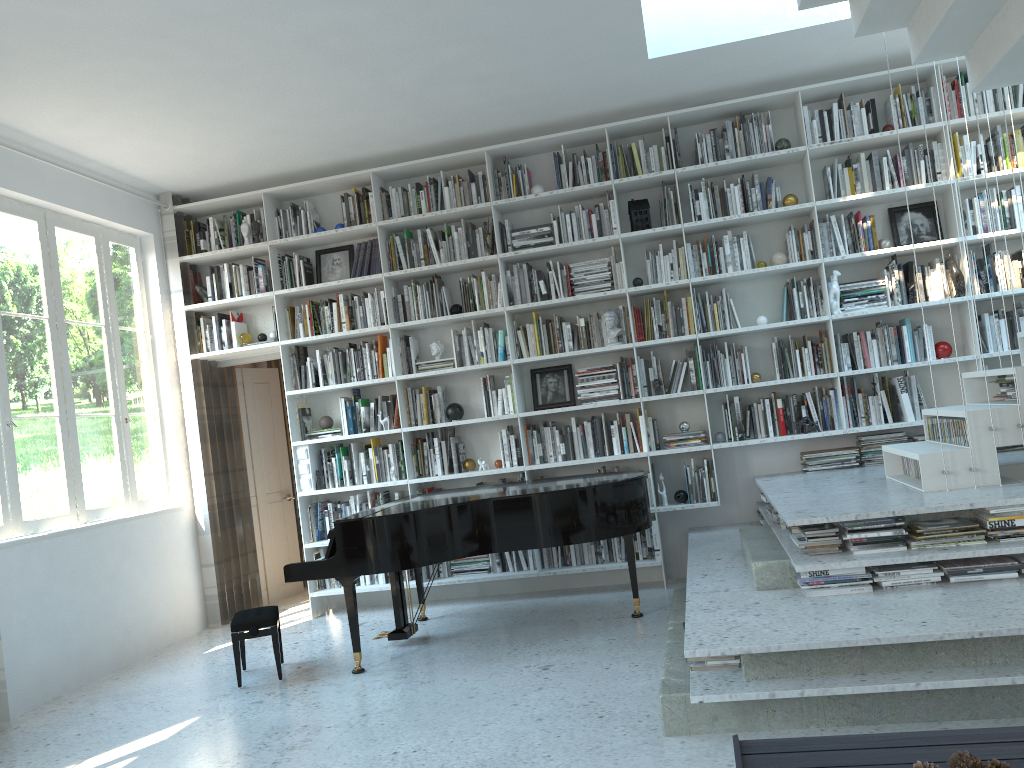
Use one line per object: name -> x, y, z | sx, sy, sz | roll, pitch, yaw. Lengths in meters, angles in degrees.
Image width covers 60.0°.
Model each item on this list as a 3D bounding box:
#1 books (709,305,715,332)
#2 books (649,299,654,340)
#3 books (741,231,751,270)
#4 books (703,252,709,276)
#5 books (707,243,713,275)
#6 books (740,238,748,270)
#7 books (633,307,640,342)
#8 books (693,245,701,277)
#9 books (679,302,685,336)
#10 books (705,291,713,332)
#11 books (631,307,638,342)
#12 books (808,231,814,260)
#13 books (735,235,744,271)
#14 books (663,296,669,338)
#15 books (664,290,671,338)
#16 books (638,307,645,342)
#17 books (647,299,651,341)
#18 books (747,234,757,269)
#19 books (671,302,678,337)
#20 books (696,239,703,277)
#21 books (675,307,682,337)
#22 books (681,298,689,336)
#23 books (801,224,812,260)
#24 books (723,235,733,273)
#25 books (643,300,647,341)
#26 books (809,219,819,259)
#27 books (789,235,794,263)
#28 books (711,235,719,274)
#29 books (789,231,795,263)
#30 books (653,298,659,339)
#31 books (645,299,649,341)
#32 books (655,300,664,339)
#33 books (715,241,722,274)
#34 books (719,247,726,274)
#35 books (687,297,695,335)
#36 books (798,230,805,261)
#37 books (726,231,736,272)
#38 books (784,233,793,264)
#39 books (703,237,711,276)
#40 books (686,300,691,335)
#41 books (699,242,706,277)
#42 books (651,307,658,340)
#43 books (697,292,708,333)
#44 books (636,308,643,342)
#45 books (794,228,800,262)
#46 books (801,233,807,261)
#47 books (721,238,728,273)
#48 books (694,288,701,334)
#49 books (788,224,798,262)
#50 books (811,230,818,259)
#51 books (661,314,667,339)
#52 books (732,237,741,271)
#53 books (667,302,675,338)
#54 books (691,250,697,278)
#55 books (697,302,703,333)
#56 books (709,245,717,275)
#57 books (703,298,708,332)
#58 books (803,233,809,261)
books -> 1.354, -0.434, 6.008 | 0.014, 0.192, 0.147 | -8, -2, 11
books -> 0.959, -0.431, 6.094 | 0.035, 0.293, 0.145 | -8, -2, 11
books -> 1.573, -0.876, 5.952 | 0.024, 0.272, 0.169 | -8, -2, 11
books -> 1.316, -0.793, 6.023 | 0.021, 0.179, 0.136 | -8, -2, 11
books -> 1.341, -0.826, 6.015 | 0.013, 0.236, 0.157 | -8, -2, 11
books -> 1.556, -0.853, 5.967 | 0.021, 0.232, 0.183 | -8, -2, 11
books -> 0.865, -0.400, 6.119 | 0.015, 0.255, 0.150 | -8, -2, 11
books -> 1.261, -0.817, 6.043 | 0.030, 0.242, 0.138 | -8, -2, 11
books -> 1.162, -0.431, 6.052 | 0.028, 0.239, 0.145 | -8, -2, 11
books -> 1.330, -0.476, 5.989 | 0.013, 0.279, 0.191 | -8, -2, 11
books -> 0.850, -0.397, 6.120 | 0.014, 0.254, 0.161 | -8, -2, 11
books -> 1.970, -0.895, 5.873 | 0.013, 0.204, 0.173 | -8, -2, 11
books -> 1.535, -0.864, 5.985 | 0.024, 0.262, 0.133 | -8, -2, 11
books -> 1.052, -0.445, 6.049 | 0.019, 0.293, 0.182 | -8, -2, 11
books -> 1.065, -0.468, 6.065 | 0.021, 0.337, 0.169 | -8, -2, 11
books -> 0.899, -0.399, 6.122 | 0.013, 0.246, 0.176 | -8, -2, 11
books -> 0.944, -0.429, 6.082 | 0.035, 0.293, 0.145 | -8, -2, 11
books -> 1.617, -0.871, 5.966 | 0.034, 0.254, 0.161 | -8, -2, 11
books -> 1.108, -0.427, 6.035 | 0.027, 0.242, 0.188 | -8, -2, 11
books -> 1.279, -0.838, 6.035 | 0.014, 0.278, 0.154 | -8, -2, 11
books -> 1.135, -0.411, 6.037 | 0.034, 0.204, 0.181 | -8, -2, 11
books -> 1.182, -0.448, 6.042 | 0.032, 0.266, 0.143 | -8, -2, 11
books -> 1.954, -0.919, 5.878 | 0.016, 0.257, 0.176 | -8, -2, 11
books -> 1.452, -0.855, 5.971 | 0.030, 0.263, 0.182 | -8, -2, 11
books -> 0.920, -0.426, 6.091 | 0.035, 0.293, 0.145 | -8, -2, 11
books -> 1.998, -0.936, 5.865 | 0.005, 0.278, 0.182 | -8, -2, 11
books -> 1.857, -0.879, 5.915 | 0.005, 0.205, 0.154 | -8, -2, 11
books -> 1.373, -0.853, 5.990 | 0.014, 0.280, 0.177 | -8, -2, 11
books -> 1.863, -0.894, 5.912 | 0.012, 0.232, 0.154 | -8, -2, 11
books -> 0.992, -0.437, 6.075 | 0.019, 0.294, 0.163 | -8, -2, 11
books -> 0.934, -0.428, 6.099 | 0.035, 0.293, 0.145 | -8, -2, 11
books -> 1.017, -0.431, 6.094 | 0.035, 0.278, 0.139 | -8, -2, 11
books -> 1.395, -0.834, 5.992 | 0.022, 0.237, 0.164 | -8, -2, 11
books -> 1.422, -0.816, 5.995 | 0.025, 0.194, 0.171 | -8, -2, 11
books -> 1.222, -0.454, 6.047 | 0.033, 0.268, 0.142 | -8, -2, 11
books -> 1.919, -0.899, 5.902 | 0.016, 0.228, 0.160 | -8, -2, 11
books -> 1.483, -0.874, 5.991 | 0.027, 0.295, 0.159 | -8, -2, 11
books -> 1.847, -0.885, 5.921 | 0.015, 0.220, 0.140 | -8, -2, 11
books -> 1.329, -0.847, 6.038 | 0.014, 0.284, 0.135 | -8, -2, 11
books -> 1.205, -0.441, 6.053 | 0.019, 0.247, 0.149 | -8, -2, 11
books -> 1.292, -0.825, 6.016 | 0.014, 0.247, 0.176 | -8, -2, 11
books -> 0.980, -0.404, 6.080 | 0.015, 0.231, 0.180 | -8, -2, 11
books -> 1.289, -0.474, 6.013 | 0.035, 0.287, 0.191 | -8, -2, 11
books -> 0.882, -0.396, 6.114 | 0.014, 0.244, 0.145 | -8, -2, 11
books -> 1.890, -0.903, 5.906 | 0.016, 0.243, 0.151 | -8, -2, 11
books -> 1.935, -0.890, 5.903 | 0.012, 0.206, 0.137 | -8, -2, 11
books -> 1.437, -0.849, 5.999 | 0.011, 0.257, 0.131 | -8, -2, 11
books -> 1.256, -0.485, 6.016 | 0.006, 0.318, 0.164 | -8, -2, 11
books -> 1.872, -0.913, 5.898 | 0.015, 0.267, 0.164 | -8, -2, 11
books -> 1.995, -0.899, 5.872 | 0.012, 0.206, 0.169 | -8, -2, 11
books -> 1.048, -0.386, 6.090 | 0.030, 0.181, 0.131 | -8, -2, 11
books -> 1.508, -0.853, 5.970 | 0.025, 0.244, 0.183 | -8, -2, 11
books -> 1.089, -0.428, 6.064 | 0.033, 0.253, 0.174 | -8, -2, 11
books -> 1.243, -0.798, 6.051 | 0.013, 0.210, 0.140 | -8, -2, 11
books -> 1.275, -0.437, 6.026 | 0.015, 0.220, 0.155 | -8, -2, 11
books -> 1.362, -0.818, 6.013 | 0.026, 0.216, 0.161 | -8, -2, 11
books -> 1.317, -0.455, 6.027 | 0.007, 0.244, 0.145 | -8, -2, 11
books -> 1.945, -0.890, 5.890 | 0.013, 0.202, 0.173 | -8, -2, 11
